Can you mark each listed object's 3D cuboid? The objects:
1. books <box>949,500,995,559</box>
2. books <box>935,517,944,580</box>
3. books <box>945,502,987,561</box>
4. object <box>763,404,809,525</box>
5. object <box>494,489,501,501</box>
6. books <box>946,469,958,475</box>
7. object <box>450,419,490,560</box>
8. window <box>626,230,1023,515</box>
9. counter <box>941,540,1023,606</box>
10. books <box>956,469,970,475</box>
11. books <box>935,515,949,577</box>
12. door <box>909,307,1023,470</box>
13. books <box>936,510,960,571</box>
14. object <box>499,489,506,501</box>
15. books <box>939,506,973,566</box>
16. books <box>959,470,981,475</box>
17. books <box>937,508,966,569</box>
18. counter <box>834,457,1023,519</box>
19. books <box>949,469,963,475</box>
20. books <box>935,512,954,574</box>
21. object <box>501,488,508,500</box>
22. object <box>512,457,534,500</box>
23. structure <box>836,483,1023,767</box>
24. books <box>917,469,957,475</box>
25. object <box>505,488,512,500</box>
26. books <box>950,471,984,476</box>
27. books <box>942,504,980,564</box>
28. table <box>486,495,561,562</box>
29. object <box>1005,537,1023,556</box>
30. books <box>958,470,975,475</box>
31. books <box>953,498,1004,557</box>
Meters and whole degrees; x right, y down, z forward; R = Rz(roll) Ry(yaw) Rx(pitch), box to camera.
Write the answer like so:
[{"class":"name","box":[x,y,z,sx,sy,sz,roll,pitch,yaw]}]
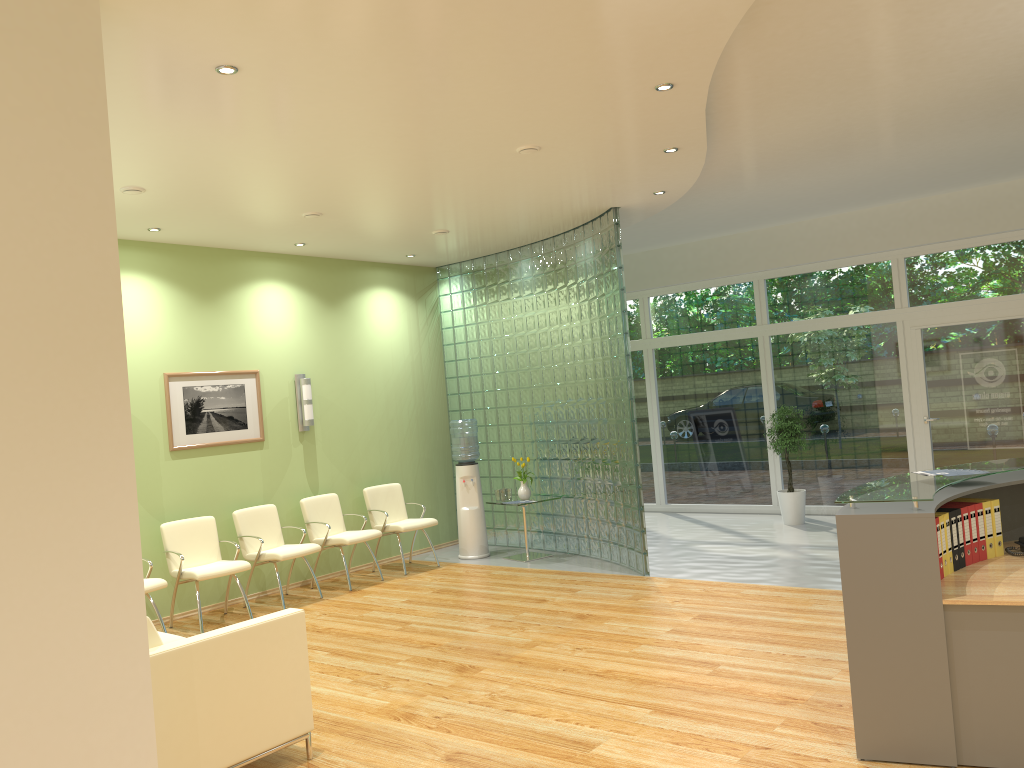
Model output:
[{"class":"books","box":[2.340,0.735,4.536,0.063,0.282,0.231,-4,-1,-25]},{"class":"books","box":[1.895,0.767,4.172,0.231,0.282,0.063,-6,-1,44]},{"class":"books","box":[2.278,0.740,4.500,0.063,0.282,0.231,-4,-1,-28]},{"class":"object","box":[3.177,0.912,10.200,0.503,1.376,0.590,-5,-1,19]},{"class":"object","box":[-0.149,1.193,9.521,0.072,0.119,0.071,-5,-1,39]},{"class":"books","box":[2.223,0.457,4.598,0.150,0.004,0.210,-5,-1,24]},{"class":"object","box":[-0.473,1.143,9.733,0.353,1.506,0.353,-4,-1,-44]},{"class":"window","box":[4.638,-0.029,9.830,9.401,3.000,0.092,-5,-1,39]},{"class":"counter","box":[3.473,0.783,3.944,3.444,0.018,1.723,-5,-1,24]},{"class":"books","box":[2.254,0.454,4.578,0.150,0.004,0.210,-6,-1,44]},{"class":"books","box":[1.926,0.765,4.205,0.233,0.282,0.062,-5,-1,33]},{"class":"door","box":[5.135,0.325,9.447,1.500,2.200,0.218,-5,-1,39]},{"class":"books","box":[2.030,0.757,4.307,0.233,0.282,0.062,-5,-1,38]},{"class":"object","box":[-0.100,1.188,9.452,0.072,0.119,0.071,-5,-1,39]},{"class":"books","box":[2.159,0.748,4.418,0.063,0.282,0.231,-4,-1,-33]},{"class":"books","box":[2.275,0.452,4.549,0.210,0.004,0.150,-4,-1,-26]},{"class":"books","box":[2.081,0.754,4.352,0.233,0.282,0.062,-5,-1,38]},{"class":"counter","box":[3.462,0.387,4.001,3.674,0.078,1.837,-5,-1,24]},{"class":"books","box":[2.239,0.456,4.590,0.150,0.004,0.210,-5,-1,34]},{"class":"books","box":[1.975,0.761,4.255,0.233,0.282,0.062,-5,-1,33]},{"class":"object","box":[-0.078,1.187,9.566,0.072,0.119,0.071,-5,-1,39]},{"class":"object","box":[0.121,0.998,9.430,0.219,0.459,0.201,-4,-1,-22]},{"class":"structure","box":[3.509,0.948,3.994,3.673,1.049,1.837,-5,-1,24]},{"class":"books","box":[2.206,0.459,4.604,0.150,0.004,0.210,-5,-1,14]},{"class":"object","box":[-0.032,1.183,9.501,0.072,0.119,0.071,-5,-1,39]},{"class":"books","box":[2.282,0.452,4.532,0.210,0.004,0.150,-4,-1,-16]},{"class":"books","box":[2.215,0.744,4.459,0.063,0.282,0.231,-4,-1,-33]},{"class":"table","box":[0.143,1.535,9.429,0.581,0.614,0.581,-4,-1,-37]},{"class":"object","box":[2.636,0.808,4.341,0.279,0.081,0.411,-5,-1,-1]},{"class":"books","box":[2.266,0.453,4.564,0.210,0.004,0.150,-4,-1,-36]},{"class":"books","box":[2.380,0.732,4.553,0.062,0.282,0.233,-4,-1,-39]}]
